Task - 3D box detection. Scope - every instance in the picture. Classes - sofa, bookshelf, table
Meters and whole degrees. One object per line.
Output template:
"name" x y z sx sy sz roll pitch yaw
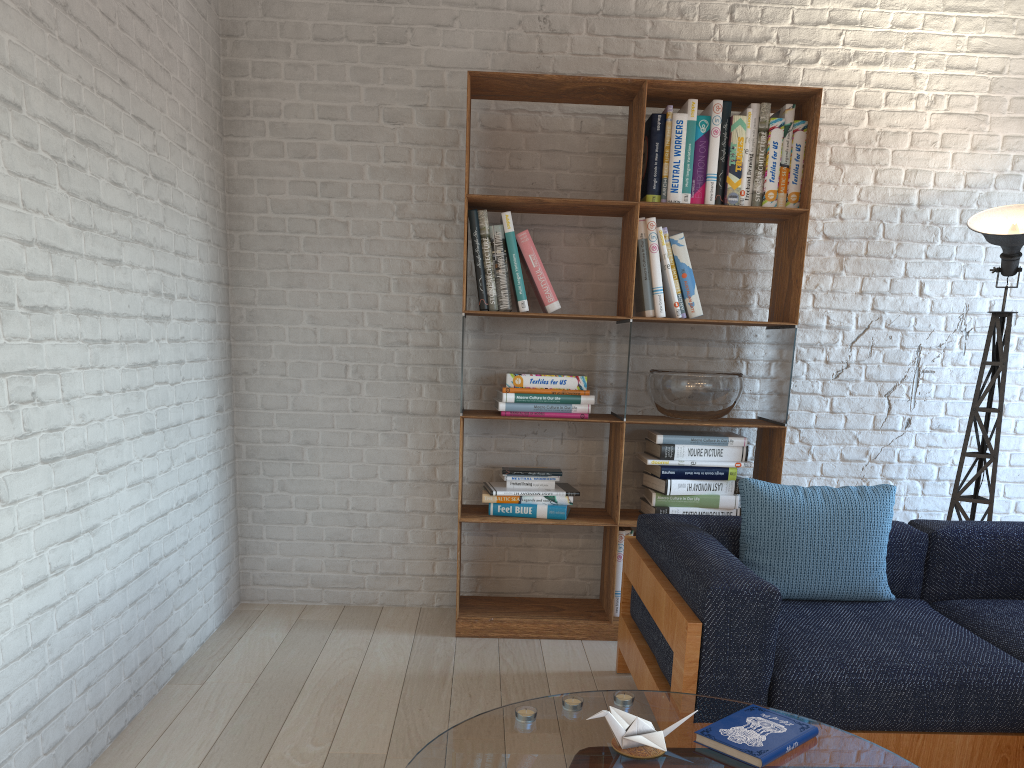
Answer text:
"sofa" 1.515 0.899 1.411 2.079 0.678 3.850 2 3 -2
"bookshelf" 0.451 -0.024 3.633 1.318 2.269 0.352 2 12 -2
"table" 0.288 0.973 1.265 1.076 0.459 1.785 2 3 4

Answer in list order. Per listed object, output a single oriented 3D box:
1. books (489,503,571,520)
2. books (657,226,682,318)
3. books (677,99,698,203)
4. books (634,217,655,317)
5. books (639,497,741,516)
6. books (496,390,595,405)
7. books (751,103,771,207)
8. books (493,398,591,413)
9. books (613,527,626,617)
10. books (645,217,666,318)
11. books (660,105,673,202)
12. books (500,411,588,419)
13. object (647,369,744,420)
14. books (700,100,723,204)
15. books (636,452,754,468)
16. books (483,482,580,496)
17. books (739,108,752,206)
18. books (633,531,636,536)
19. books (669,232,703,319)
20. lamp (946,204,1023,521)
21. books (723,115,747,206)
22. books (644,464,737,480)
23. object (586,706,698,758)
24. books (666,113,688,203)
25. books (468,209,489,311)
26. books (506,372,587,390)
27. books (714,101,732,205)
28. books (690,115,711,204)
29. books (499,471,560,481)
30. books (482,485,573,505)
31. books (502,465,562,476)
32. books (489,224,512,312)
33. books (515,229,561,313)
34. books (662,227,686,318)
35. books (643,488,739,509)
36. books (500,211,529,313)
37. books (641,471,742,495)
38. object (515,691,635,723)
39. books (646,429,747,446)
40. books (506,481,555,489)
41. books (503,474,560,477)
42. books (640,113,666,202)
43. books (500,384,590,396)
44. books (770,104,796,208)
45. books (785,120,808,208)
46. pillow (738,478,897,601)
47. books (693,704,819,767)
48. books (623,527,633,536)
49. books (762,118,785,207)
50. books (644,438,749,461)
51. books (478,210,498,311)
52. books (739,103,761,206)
"books" 0.081 0.525 3.756 0.326 0.057 0.249 2 3 8
"books" 0.616 -0.443 3.563 0.125 0.359 0.263 2 9 -2
"books" 0.676 -0.892 3.460 0.036 0.395 0.236 2 10 -2
"books" 0.525 -0.465 3.569 0.101 0.395 0.236 2 10 -2
"books" 0.767 0.545 3.773 0.380 0.066 0.238 2 3 -8
"books" 0.133 0.054 3.642 0.380 0.037 0.238 2 3 -8
"books" 0.958 -0.883 3.476 0.036 0.395 0.236 2 10 -2
"books" 0.121 0.091 3.656 0.380 0.037 0.238 2 3 -7
"books" 0.450 0.806 3.830 0.036 0.395 0.236 2 10 -2
"books" 0.563 -0.461 3.548 0.103 0.395 0.236 2 10 -2
"books" 0.590 -0.882 3.473 0.021 0.370 0.263 2 9 -2
"books" 0.129 0.119 3.670 0.356 0.021 0.265 2 3 -2
"object" 0.771 0.048 3.692 0.398 0.207 0.396 6 6 39
"books" 0.771 -0.889 3.458 0.036 0.395 0.236 2 10 -2
"books" 0.774 0.324 3.728 0.444 0.021 0.265 2 3 -2
"books" 0.079 0.450 3.738 0.380 0.019 0.238 2 3 -9
"books" 0.892 -0.872 3.476 0.021 0.370 0.263 2 9 -2
"books" 0.532 0.835 3.846 0.057 0.340 0.247 2 9 -2
"books" 0.685 -0.432 3.563 0.158 0.339 0.247 2 9 -2
"lamp" 2.088 0.229 3.401 0.503 1.901 0.845 -5 13 -29
"books" 0.853 -0.858 3.463 0.055 0.339 0.247 2 9 -2
"books" 0.757 0.363 3.723 0.326 0.057 0.248 2 3 -7
"object" 0.271 0.706 1.806 0.185 0.094 0.190 4 5 23
"books" 0.629 -0.866 3.461 0.055 0.339 0.247 2 9 -2
"books" -0.135 -0.489 3.529 0.091 0.396 0.236 2 10 -2
"books" 0.141 -0.014 3.644 0.326 0.057 0.248 2 3 0
"books" 0.807 -0.888 3.470 0.036 0.395 0.236 2 10 -2
"books" 0.722 -0.864 3.482 0.055 0.339 0.247 2 9 -2
"books" 0.072 0.396 3.755 0.236 0.019 0.166 2 3 -9
"books" 0.062 0.477 3.753 0.380 0.037 0.238 2 3 -2
"books" 0.083 0.371 3.730 0.252 0.017 0.158 2 3 -2
"books" -0.048 -0.462 3.565 0.102 0.344 0.247 2 9 -2
"books" 0.100 -0.449 3.564 0.195 0.328 0.247 2 9 -2
"books" 0.637 -0.443 3.573 0.125 0.359 0.263 2 9 -2
"books" 0.768 0.484 3.778 0.362 0.057 0.275 2 3 0
"books" 0.009 -0.482 3.531 0.121 0.393 0.236 2 10 -2
"books" 0.781 0.424 3.749 0.379 0.066 0.238 1 4 -15
"object" 0.142 0.726 1.978 0.301 0.028 0.066 1 4 -24
"books" 0.781 0.229 3.720 0.380 0.037 0.238 2 3 -2
"books" 0.077 0.423 3.755 0.206 0.035 0.129 2 3 -2
"books" 0.080 0.383 3.746 0.242 0.008 0.152 2 3 -2
"books" 0.551 -0.869 3.476 0.055 0.339 0.247 2 9 -2
"books" 0.131 0.024 3.655 0.356 0.021 0.265 2 3 -4
"books" 1.052 -0.880 3.480 0.036 0.395 0.236 2 10 -2
"books" 1.100 -0.851 3.504 0.055 0.339 0.247 2 9 -2
"pillow" 1.025 0.528 2.941 0.555 0.421 0.216 2 11 -3
"books" 0.523 0.748 1.860 0.229 0.023 0.160 -1 4 -44
"books" 0.486 0.806 3.847 0.036 0.395 0.236 2 10 -2
"books" 1.004 -0.853 3.478 0.055 0.339 0.247 2 9 -2
"books" 0.784 0.280 3.736 0.380 0.066 0.238 2 3 -8
"books" -0.098 -0.488 3.538 0.091 0.396 0.236 2 10 -2
"books" 0.921 -0.885 3.487 0.036 0.395 0.236 2 10 -2
